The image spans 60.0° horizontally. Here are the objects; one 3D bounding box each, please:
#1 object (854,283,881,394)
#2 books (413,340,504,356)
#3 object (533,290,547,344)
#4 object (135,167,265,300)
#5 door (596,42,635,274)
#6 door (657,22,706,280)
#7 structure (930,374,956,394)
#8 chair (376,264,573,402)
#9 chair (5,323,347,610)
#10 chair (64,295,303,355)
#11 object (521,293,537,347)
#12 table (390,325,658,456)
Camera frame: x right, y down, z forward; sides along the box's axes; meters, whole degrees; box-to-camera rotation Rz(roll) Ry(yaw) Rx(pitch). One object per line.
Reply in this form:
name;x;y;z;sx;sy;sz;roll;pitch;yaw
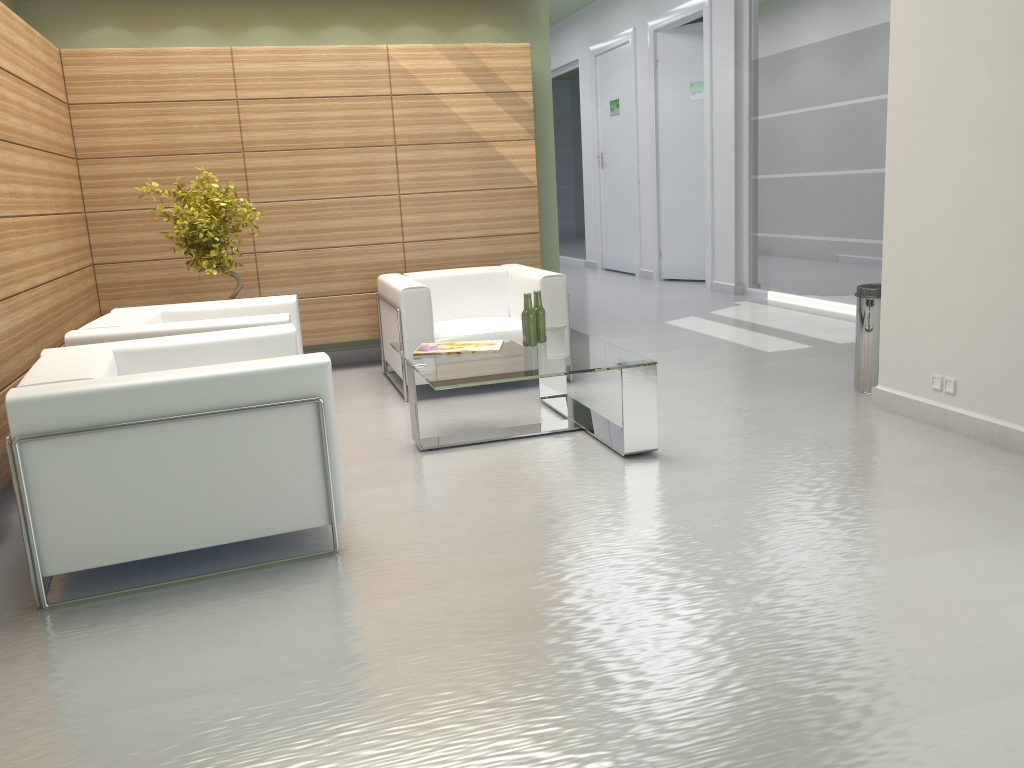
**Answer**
object;3.596;-0.447;8.671;0.482;1.027;0.483;9;17;44
books;-0.472;-0.326;7.969;0.762;0.025;0.508;-2;12;4
object;0.239;-0.608;8.016;0.131;0.475;0.131;7;16;38
object;-3.269;-1.036;9.555;1.116;2.565;1.201;8;17;41
door;2.434;-5.209;20.900;0.250;5.083;2.089;-7;13;-15
door;3.890;-4.661;18.037;2.089;5.083;0.134;9;17;43
structure;3.564;-0.003;7.333;0.017;0.118;0.262;-7;13;-15
chair;-0.482;-0.659;10.254;1.894;1.234;1.802;-7;13;-15
chair;-2.182;0.386;5.959;1.802;1.234;1.894;-8;13;-20
chair;-2.816;-0.061;8.151;1.769;1.234;1.894;-6;13;-10
object;0.149;-0.570;7.869;0.131;0.475;0.131;7;16;38
table;0.000;0.076;7.818;1.783;0.742;2.197;-7;13;-15
